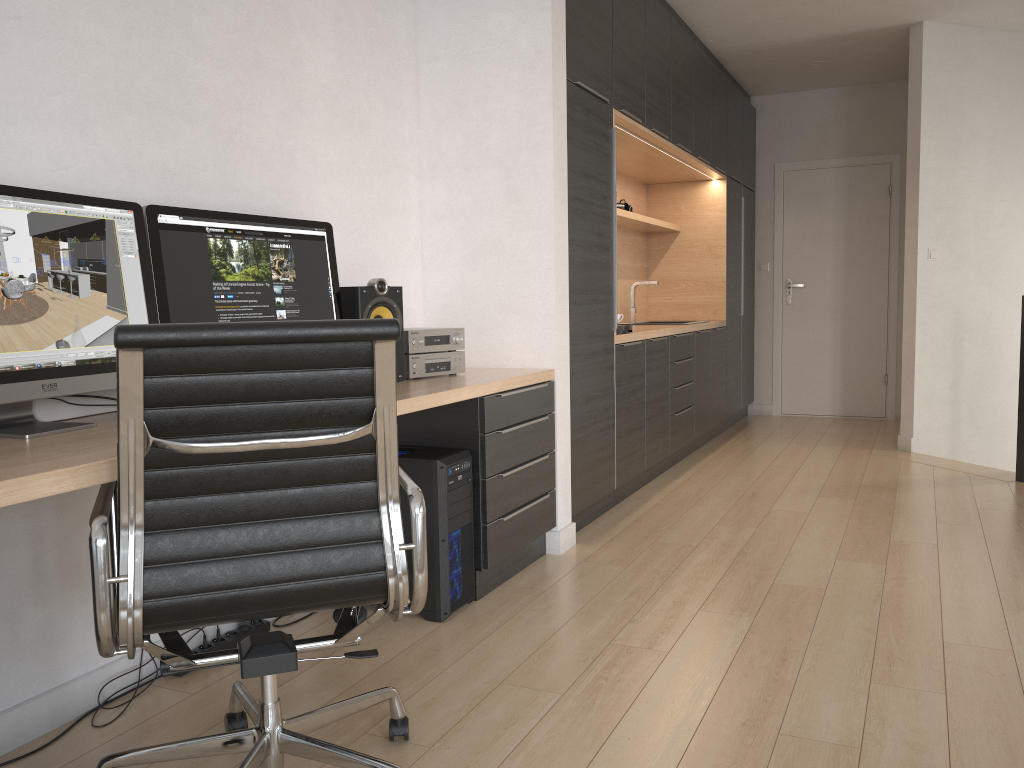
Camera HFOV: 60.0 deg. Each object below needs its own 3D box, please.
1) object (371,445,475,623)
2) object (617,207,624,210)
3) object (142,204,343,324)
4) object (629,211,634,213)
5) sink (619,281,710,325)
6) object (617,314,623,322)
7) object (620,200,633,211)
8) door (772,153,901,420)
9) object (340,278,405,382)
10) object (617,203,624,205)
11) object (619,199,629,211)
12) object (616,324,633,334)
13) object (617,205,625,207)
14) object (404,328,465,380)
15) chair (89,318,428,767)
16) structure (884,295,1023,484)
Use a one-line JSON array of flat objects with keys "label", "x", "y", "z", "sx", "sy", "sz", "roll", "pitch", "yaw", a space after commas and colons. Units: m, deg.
[{"label": "object", "x": -0.379, "y": 0.486, "z": 2.989, "sx": 0.474, "sy": 0.527, "sz": 0.215, "roll": 1, "pitch": 6, "yaw": 25}, {"label": "object", "x": 0.619, "y": -1.072, "z": 5.462, "sx": 0.145, "sy": 0.025, "sz": 0.145, "roll": 3, "pitch": 7, "yaw": 38}, {"label": "object", "x": -0.772, "y": -0.228, "z": 2.613, "sx": 0.190, "sy": 0.535, "sz": 0.716, "roll": 2, "pitch": 6, "yaw": 30}, {"label": "object", "x": 0.714, "y": -1.099, "z": 5.729, "sx": 0.145, "sy": 0.025, "sz": 0.145, "roll": 2, "pitch": 6, "yaw": 27}, {"label": "sink", "x": 1.027, "y": -0.445, "z": 6.052, "sx": 0.512, "sy": 0.518, "sz": 0.626, "roll": 1, "pitch": 6, "yaw": 25}, {"label": "object", "x": 0.495, "y": -0.319, "z": 4.431, "sx": 0.099, "sy": 0.057, "sz": 0.095, "roll": 2, "pitch": 6, "yaw": 27}, {"label": "object", "x": 0.733, "y": -1.151, "z": 5.756, "sx": 0.100, "sy": 0.093, "sz": 0.066, "roll": 3, "pitch": 6, "yaw": 34}, {"label": "door", "x": 2.668, "y": -0.780, "z": 7.345, "sx": 0.974, "sy": 2.136, "sz": 0.085, "roll": 1, "pitch": 6, "yaw": 25}, {"label": "object", "x": -0.525, "y": -0.183, "z": 3.055, "sx": 0.249, "sy": 0.354, "sz": 0.198, "roll": 3, "pitch": 7, "yaw": 40}, {"label": "object", "x": 0.618, "y": -1.096, "z": 5.460, "sx": 0.145, "sy": 0.025, "sz": 0.145, "roll": 3, "pitch": 7, "yaw": 38}, {"label": "object", "x": 0.700, "y": -1.140, "z": 5.704, "sx": 0.100, "sy": 0.093, "sz": 0.066, "roll": 3, "pitch": 7, "yaw": 39}, {"label": "object", "x": 0.382, "y": -0.470, "z": 4.658, "sx": 0.584, "sy": 0.398, "sz": 0.618, "roll": 1, "pitch": 6, "yaw": 25}, {"label": "object", "x": 0.621, "y": -1.084, "z": 5.463, "sx": 0.145, "sy": 0.025, "sz": 0.145, "roll": 3, "pitch": 7, "yaw": 38}, {"label": "object", "x": -0.360, "y": -0.117, "z": 3.273, "sx": 0.270, "sy": 0.174, "sz": 0.285, "roll": 3, "pitch": 7, "yaw": 40}, {"label": "chair", "x": -0.524, "y": 0.367, "z": 1.784, "sx": 0.664, "sy": 0.991, "sz": 0.699, "roll": -2, "pitch": 6, "yaw": -14}, {"label": "structure", "x": 4.423, "y": 1.717, "z": 4.283, "sx": 2.823, "sy": 4.339, "sz": 4.190, "roll": -3, "pitch": 6, "yaw": -20}]
